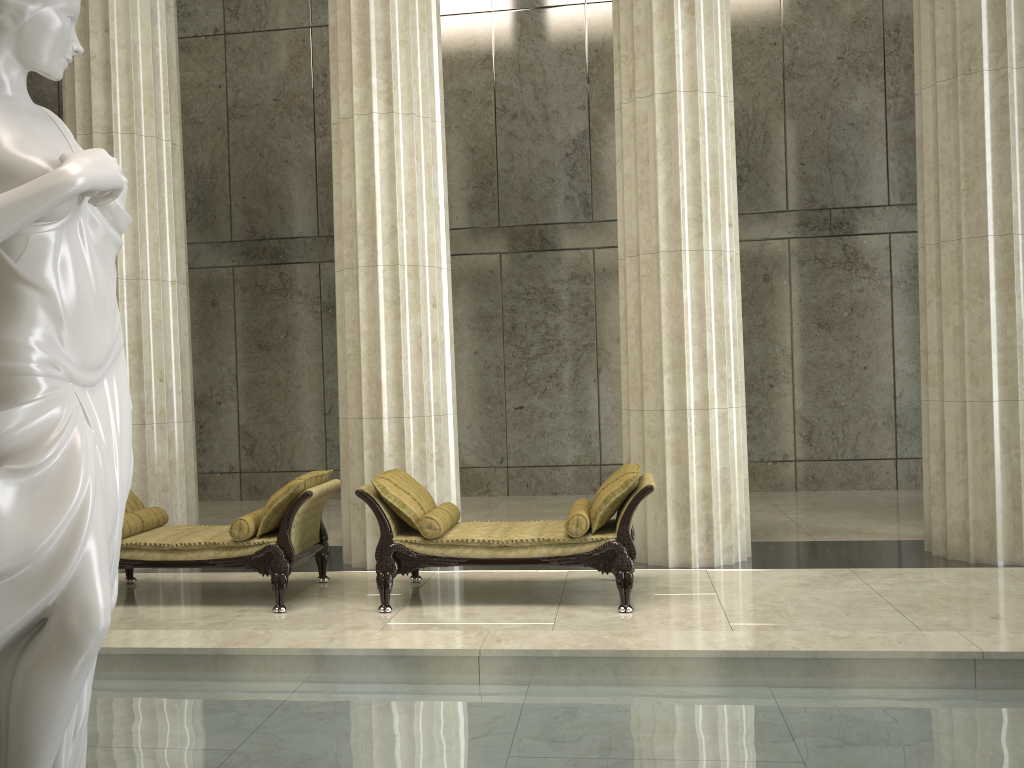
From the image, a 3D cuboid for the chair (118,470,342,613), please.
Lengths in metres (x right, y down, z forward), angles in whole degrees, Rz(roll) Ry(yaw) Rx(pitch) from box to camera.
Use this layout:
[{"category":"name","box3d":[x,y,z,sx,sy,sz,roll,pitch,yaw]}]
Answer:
[{"category":"chair","box3d":[-2.466,1.193,6.943,2.172,0.950,0.993,-2,0,7]}]

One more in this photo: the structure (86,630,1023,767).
[{"category":"structure","box3d":[-1.487,1.596,2.901,11.573,0.508,3.754,-2,0,7]}]

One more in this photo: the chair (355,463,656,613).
[{"category":"chair","box3d":[-0.018,1.114,6.642,2.172,0.950,0.993,-2,0,7]}]

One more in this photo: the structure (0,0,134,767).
[{"category":"structure","box3d":[-1.512,0.143,2.861,0.729,3.044,0.940,-2,0,1]}]
